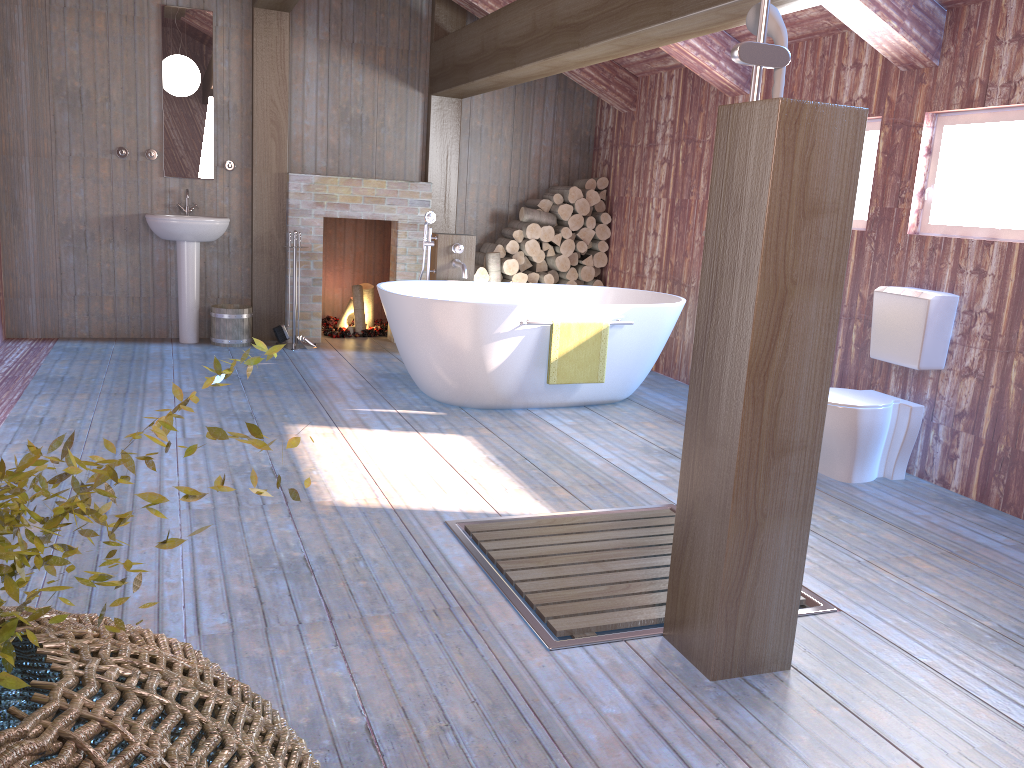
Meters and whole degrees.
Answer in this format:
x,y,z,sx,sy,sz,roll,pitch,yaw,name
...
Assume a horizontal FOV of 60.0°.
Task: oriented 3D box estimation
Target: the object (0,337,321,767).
x,y,z,sx,sy,sz,roll,pitch,yaw,name
-0.571,0.498,0.819,0.972,1.073,0.970,-6,15,-40,object

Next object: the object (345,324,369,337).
x,y,z,sx,sy,sz,roll,pitch,yaw,name
-1.322,-0.464,7.588,0.085,0.084,0.278,9,13,24,object

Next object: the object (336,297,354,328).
x,y,z,sx,sy,sz,roll,pitch,yaw,name
-1.415,-0.601,7.691,0.221,0.306,0.121,5,12,6,object

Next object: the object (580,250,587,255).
x,y,z,sx,sy,sz,roll,pitch,yaw,name
0.576,-1.144,7.595,0.067,0.069,0.177,-1,13,-21,object

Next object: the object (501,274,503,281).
x,y,z,sx,sy,sz,roll,pitch,yaw,name
-0.182,-0.921,7.465,0.121,0.124,0.291,-1,12,-20,object

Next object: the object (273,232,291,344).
x,y,z,sx,sy,sz,roll,pitch,yaw,name
-1.731,-0.722,6.678,0.136,0.846,0.062,-6,15,-39,object

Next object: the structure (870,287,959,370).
x,y,z,sx,sy,sz,roll,pitch,yaw,name
1.920,-0.274,4.276,0.182,0.363,0.358,-1,12,-20,structure

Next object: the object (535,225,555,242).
x,y,z,sx,sy,sz,roll,pitch,yaw,name
0.209,-1.276,7.437,0.138,0.147,0.440,-1,13,-21,object

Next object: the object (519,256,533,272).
x,y,z,sx,sy,sz,roll,pitch,yaw,name
0.060,-1.035,7.536,0.128,0.150,0.323,-1,13,-21,object

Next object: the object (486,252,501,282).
x,y,z,sx,sy,sz,roll,pitch,yaw,name
-0.148,-0.919,7.188,0.147,0.298,0.109,0,12,-18,object

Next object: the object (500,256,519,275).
x,y,z,sx,sy,sz,roll,pitch,yaw,name
-0.084,-0.999,7.383,0.138,0.147,0.440,-1,13,-21,object

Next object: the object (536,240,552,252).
x,y,z,sx,sy,sz,roll,pitch,yaw,name
0.244,-1.168,7.470,0.088,0.092,0.280,-1,12,-20,object

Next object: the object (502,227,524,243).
x,y,z,sx,sy,sz,roll,pitch,yaw,name
0.008,-1.241,7.371,0.106,0.112,0.282,-1,12,-20,object

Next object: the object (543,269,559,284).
x,y,z,sx,sy,sz,roll,pitch,yaw,name
0.291,-0.941,7.651,0.116,0.118,0.289,-1,13,-23,object

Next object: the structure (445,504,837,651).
x,y,z,sx,sy,sz,roll,pitch,yaw,name
0.387,0.644,3.086,1.000,0.067,1.000,-1,13,-21,structure

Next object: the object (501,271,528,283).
x,y,z,sx,sy,sz,roll,pitch,yaw,name
-0.014,-0.897,7.451,0.139,0.148,0.458,-1,13,-21,object

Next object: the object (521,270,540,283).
x,y,z,sx,sy,sz,roll,pitch,yaw,name
0.124,-0.904,7.490,0.114,0.120,0.303,-1,12,-20,object

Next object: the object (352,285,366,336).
x,y,z,sx,sy,sz,roll,pitch,yaw,name
-1.302,-0.622,7.549,0.098,0.434,0.283,-1,13,-23,object

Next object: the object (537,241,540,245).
x,y,z,sx,sy,sz,roll,pitch,yaw,name
0.179,-1.172,7.428,0.057,0.061,0.156,-1,13,-22,object

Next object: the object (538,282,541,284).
x,y,z,sx,sy,sz,roll,pitch,yaw,name
0.149,-0.829,7.516,0.086,0.089,0.279,-1,13,-23,object

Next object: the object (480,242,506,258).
x,y,z,sx,sy,sz,roll,pitch,yaw,name
-0.160,-1.113,7.372,0.114,0.113,0.301,-1,13,-23,object

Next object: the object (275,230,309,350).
x,y,z,sx,sy,sz,roll,pitch,yaw,name
-1.684,-0.725,6.753,0.276,0.888,0.333,8,12,20,object

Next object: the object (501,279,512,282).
x,y,z,sx,sy,sz,roll,pitch,yaw,name
-0.137,-0.805,7.434,0.155,0.174,0.483,-1,13,-23,object

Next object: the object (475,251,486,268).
x,y,z,sx,sy,sz,roll,pitch,yaw,name
-0.234,-1.044,7.434,0.108,0.113,0.302,-1,12,-21,object

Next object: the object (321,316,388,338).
x,y,z,sx,sy,sz,roll,pitch,yaw,name
-1.417,-0.516,7.879,0.829,0.085,0.935,-6,15,-38,object

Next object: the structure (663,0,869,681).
x,y,z,sx,sy,sz,roll,pitch,yaw,name
0.668,-0.329,2.373,0.328,2.209,0.522,3,12,-1,structure

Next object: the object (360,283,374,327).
x,y,z,sx,sy,sz,roll,pitch,yaw,name
-1.283,-0.658,7.799,0.140,0.459,0.266,3,12,-4,object

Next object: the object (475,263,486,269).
x,y,z,sx,sy,sz,roll,pitch,yaw,name
-0.277,-0.962,7.434,0.099,0.093,0.280,-1,12,-20,object

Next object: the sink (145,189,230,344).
x,y,z,sx,sy,sz,roll,pitch,yaw,name
-2.390,-0.858,6.558,0.582,1.143,0.475,-1,13,-22,sink

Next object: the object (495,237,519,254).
x,y,z,sx,sy,sz,roll,pitch,yaw,name
-0.043,-1.149,7.356,0.115,0.123,0.291,-1,12,-20,object

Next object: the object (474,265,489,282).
x,y,z,sx,sy,sz,roll,pitch,yaw,name
-0.331,-0.917,7.316,0.139,0.137,0.455,-1,13,-23,object

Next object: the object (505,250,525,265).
x,y,z,sx,sy,sz,roll,pitch,yaw,name
0.000,-1.066,7.410,0.111,0.113,0.301,-1,13,-22,object

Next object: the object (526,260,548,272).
x,y,z,sx,sy,sz,roll,pitch,yaw,name
0.197,-1.024,7.596,0.104,0.127,0.321,-1,12,-21,object

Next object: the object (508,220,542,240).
x,y,z,sx,sy,sz,roll,pitch,yaw,name
0.103,-1.288,7.393,0.135,0.145,0.439,-1,13,-21,object

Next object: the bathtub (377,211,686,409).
x,y,z,sx,sy,sz,roll,pitch,yaw,name
0.139,-0.459,5.518,1.935,1.109,1.460,4,12,0,bathtub

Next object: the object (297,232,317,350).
x,y,z,sx,sy,sz,roll,pitch,yaw,name
-1.590,-0.710,6.722,0.206,0.871,0.126,8,13,21,object

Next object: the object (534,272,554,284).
x,y,z,sx,sy,sz,roll,pitch,yaw,name
0.221,-0.909,7.522,0.098,0.100,0.437,-1,13,-23,object

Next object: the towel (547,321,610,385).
x,y,z,sx,sy,sz,roll,pitch,yaw,name
0.378,-0.179,5.049,0.370,0.361,0.032,-2,13,-25,towel

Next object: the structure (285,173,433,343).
x,y,z,sx,sy,sz,roll,pitch,yaw,name
-1.242,-0.981,7.129,1.130,1.330,0.226,-1,13,-21,structure

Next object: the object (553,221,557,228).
x,y,z,sx,sy,sz,roll,pitch,yaw,name
0.276,-1.374,7.544,0.121,0.124,0.291,-1,12,-20,object

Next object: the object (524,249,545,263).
x,y,z,sx,sy,sz,roll,pitch,yaw,name
0.172,-1.091,7.457,0.115,0.123,0.291,-1,12,-20,object

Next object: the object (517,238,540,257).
x,y,z,sx,sy,sz,roll,pitch,yaw,name
0.085,-1.153,7.410,0.141,0.143,0.437,-1,13,-23,object
